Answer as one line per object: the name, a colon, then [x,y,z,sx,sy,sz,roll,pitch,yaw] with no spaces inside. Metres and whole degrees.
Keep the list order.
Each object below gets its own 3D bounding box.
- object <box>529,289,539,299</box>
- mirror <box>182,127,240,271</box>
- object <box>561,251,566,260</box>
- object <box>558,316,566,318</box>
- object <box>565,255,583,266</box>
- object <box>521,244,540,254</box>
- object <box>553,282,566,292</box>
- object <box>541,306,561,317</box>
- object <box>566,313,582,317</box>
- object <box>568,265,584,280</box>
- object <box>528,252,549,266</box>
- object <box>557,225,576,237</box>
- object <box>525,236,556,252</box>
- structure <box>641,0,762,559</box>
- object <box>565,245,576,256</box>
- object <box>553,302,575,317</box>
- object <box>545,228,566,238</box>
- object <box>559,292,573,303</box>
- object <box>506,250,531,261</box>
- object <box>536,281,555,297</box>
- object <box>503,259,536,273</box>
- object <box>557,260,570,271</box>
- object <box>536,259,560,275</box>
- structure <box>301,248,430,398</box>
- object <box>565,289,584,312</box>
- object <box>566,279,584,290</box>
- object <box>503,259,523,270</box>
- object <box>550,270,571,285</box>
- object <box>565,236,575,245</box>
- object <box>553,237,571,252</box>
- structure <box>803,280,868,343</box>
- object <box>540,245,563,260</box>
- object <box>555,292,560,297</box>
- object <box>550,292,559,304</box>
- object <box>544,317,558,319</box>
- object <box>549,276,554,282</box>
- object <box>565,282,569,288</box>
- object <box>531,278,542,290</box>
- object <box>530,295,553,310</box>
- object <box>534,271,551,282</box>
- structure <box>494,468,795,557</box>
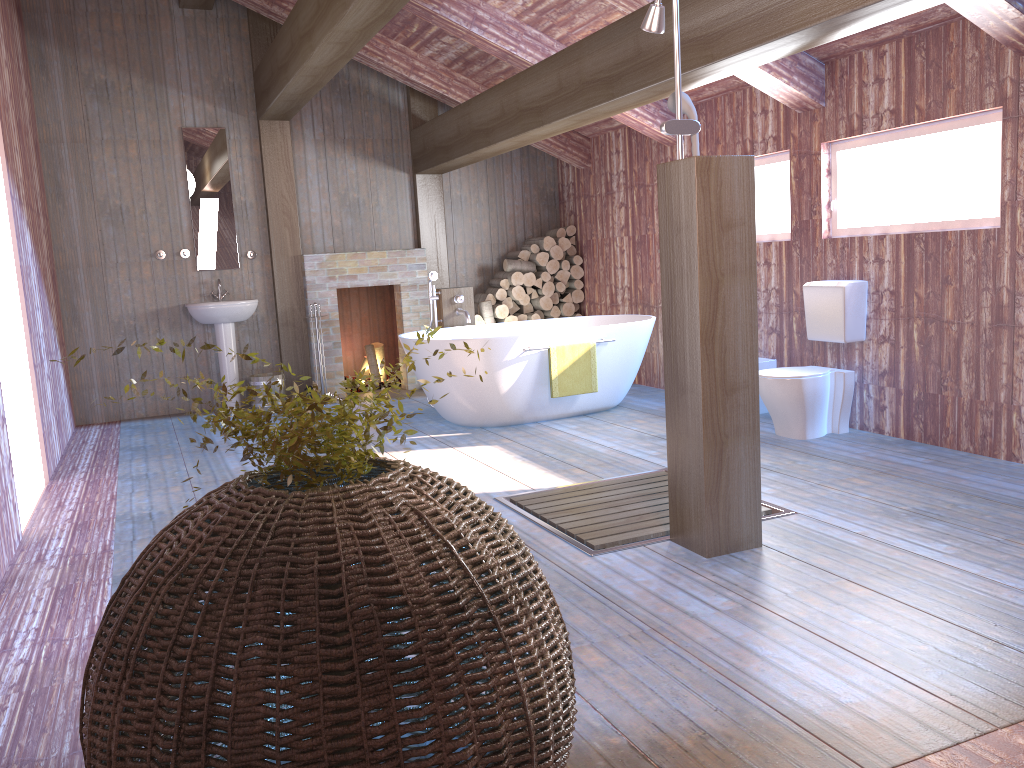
object: [0.168,-0.876,8.596,0.085,0.096,0.280,-7,9,-22]
mirror: [-2.576,-1.580,7.597,0.350,1.199,0.009,-7,9,-23]
object: [0.407,-1.254,8.763,0.132,0.119,0.319,-7,9,-21]
object: [0.417,-0.632,8.837,0.118,0.106,0.319,-7,9,-25]
object: [0.551,-1.216,8.718,0.102,0.109,0.438,-7,9,-22]
object: [0.178,-1.300,8.537,0.094,0.097,0.227,-7,9,-22]
object: [0.382,-0.955,8.674,0.102,0.109,0.438,-7,9,-22]
object: [0.354,-0.712,8.665,0.114,0.113,0.301,-7,9,-25]
object: [0.553,-0.638,8.809,0.139,0.137,0.455,-7,9,-24]
object: [0.544,-1.103,8.733,0.147,0.152,0.439,-7,9,-22]
object: [0.202,-1.210,8.589,0.139,0.148,0.458,-7,9,-22]
object: [0.521,-1.494,8.714,0.112,0.113,0.271,-7,9,-22]
object: [0.273,-1.356,8.603,0.135,0.139,0.456,-7,9,-21]
structure: [0.733,-0.463,3.439,0.328,2.209,0.522,-4,8,-2]
object: [0.528,-1.314,8.738,0.107,0.115,0.269,-7,9,-21]
object: [0.456,-0.739,8.741,0.137,0.133,0.437,-7,9,-24]
object: [0.425,-1.459,8.675,0.104,0.121,0.270,-7,9,-21]
object: [0.453,-0.854,8.718,0.115,0.112,0.423,-7,9,-22]
object: [0.061,-1.232,8.611,0.140,0.121,0.319,-7,9,-21]
object: [0.265,-0.920,8.629,0.136,0.157,0.439,-7,9,-22]
object: [0.071,-1.114,8.412,0.302,0.157,0.121,-7,9,-22]
object: [0.433,-1.158,8.673,0.089,0.106,0.437,-7,9,-21]
object: [0.304,-1.130,8.623,0.143,0.151,0.440,-7,9,-22]
structure: [-1.319,-0.555,8.181,1.130,1.330,0.226,-7,9,-23]
object: [0.557,-0.822,8.777,0.137,0.256,0.439,-7,9,-22]
object: [0.561,-0.986,8.749,0.102,0.109,0.438,-7,9,-22]
object: [0.017,-1.142,8.601,0.113,0.130,0.291,-7,9,-21]
object: [0.398,-1.042,8.704,0.172,0.151,0.482,-7,9,-21]
object: [0.524,-1.411,8.741,0.081,0.100,0.281,-7,9,-23]
object: [0.419,-1.359,8.668,0.133,0.142,0.456,-7,9,-21]
structure: [1.951,-0.442,5.365,0.182,0.363,0.358,-7,9,-22]
object: [0.333,-1.269,8.619,0.141,0.143,0.437,-7,9,-24]
object: [0.404,-0.873,8.680,0.065,0.069,0.177,-7,9,-23]
object: [0.342,-0.839,8.657,0.111,0.118,0.302,-7,9,-23]
object: [0.364,-0.605,8.676,0.116,0.117,0.289,-7,9,-25]
object: [0.317,-1.003,8.618,0.095,0.090,0.278,-7,9,-21]
object: [0.486,-0.983,8.766,0.088,0.092,0.280,-7,9,-22]
object: [0.161,-0.964,8.575,0.109,0.124,0.424,-7,9,-23]
object: [0.233,-0.792,8.630,0.141,0.143,0.437,-7,9,-24]
object: [0.238,-1.044,8.599,0.102,0.109,0.438,-7,9,-22]
structure: [0.567,0.583,4.083,1.000,0.067,1.000,-7,9,-23]
